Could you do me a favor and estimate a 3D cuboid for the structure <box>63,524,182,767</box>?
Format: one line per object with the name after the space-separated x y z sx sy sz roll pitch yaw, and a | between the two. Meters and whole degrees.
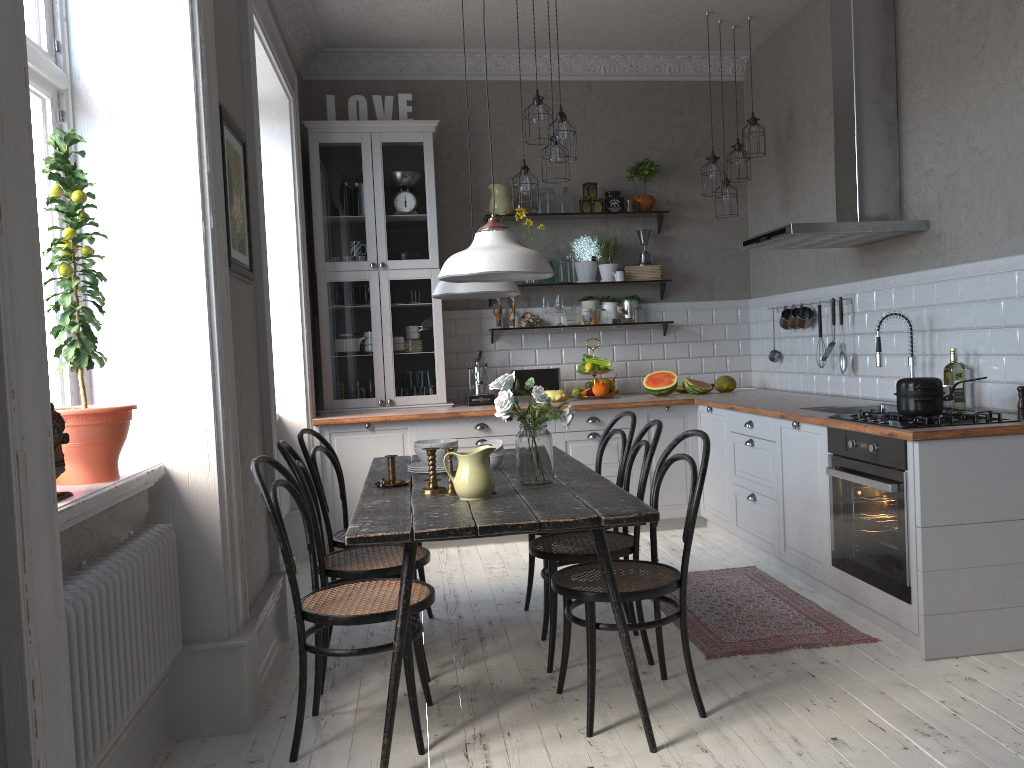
-1.028 0.664 2.202 0.150 0.428 1.214 -3 2 -8 | structure

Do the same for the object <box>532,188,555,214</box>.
0.224 -1.279 6.269 0.169 0.184 0.175 -1 3 31 | object

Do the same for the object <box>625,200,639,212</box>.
0.850 -1.265 6.308 0.094 0.096 0.074 -3 2 -7 | object

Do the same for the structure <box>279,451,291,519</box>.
-1.316 0.583 4.704 0.150 0.428 1.214 -3 2 -8 | structure

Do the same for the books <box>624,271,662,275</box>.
0.942 -0.803 6.422 0.262 0.011 0.157 -3 2 -5 | books

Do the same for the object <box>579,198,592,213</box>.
0.524 -1.258 6.310 0.083 0.113 0.082 -3 2 -8 | object

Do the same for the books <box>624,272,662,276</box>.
0.943 -0.792 6.423 0.261 0.011 0.157 -3 2 -2 | books

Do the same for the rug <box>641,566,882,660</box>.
1.031 1.011 4.067 0.741 0.014 1.281 -3 2 -7 | rug

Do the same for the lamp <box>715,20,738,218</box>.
1.371 -1.965 5.786 0.150 1.735 0.144 -4 3 -36 | lamp

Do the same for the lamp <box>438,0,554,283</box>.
-0.094 -1.269 2.850 0.372 1.859 0.386 -1 3 30 | lamp

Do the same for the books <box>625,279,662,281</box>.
0.945 -0.748 6.424 0.262 0.011 0.157 -3 2 -5 | books

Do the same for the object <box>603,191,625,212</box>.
0.726 -1.301 6.386 0.143 0.174 0.141 -3 2 -8 | object

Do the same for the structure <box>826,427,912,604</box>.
1.715 0.493 3.663 0.622 0.623 0.618 -3 2 -8 | structure

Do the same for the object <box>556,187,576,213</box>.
0.391 -1.308 6.389 0.137 0.220 0.143 -1 3 42 | object

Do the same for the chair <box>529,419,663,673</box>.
0.339 0.613 3.510 0.549 0.921 0.437 -3 2 0 | chair

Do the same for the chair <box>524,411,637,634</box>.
0.302 0.597 3.991 0.553 0.921 0.434 -3 2 -10 | chair

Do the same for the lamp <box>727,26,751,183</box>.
1.483 -2.227 5.901 0.144 1.735 0.149 -1 3 34 | lamp

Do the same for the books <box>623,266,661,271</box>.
0.941 -0.835 6.421 0.261 0.016 0.158 -3 2 1 | books

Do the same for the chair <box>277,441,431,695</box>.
-0.591 0.659 3.404 0.553 0.921 0.434 -3 2 -10 | chair

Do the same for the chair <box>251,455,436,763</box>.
-0.524 0.677 2.856 0.549 0.921 0.437 -3 2 0 | chair

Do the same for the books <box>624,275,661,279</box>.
0.944 -0.770 6.423 0.260 0.016 0.158 -2 2 4 | books

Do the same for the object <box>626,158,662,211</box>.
0.958 -1.423 6.372 0.258 0.397 0.244 -2 2 17 | object

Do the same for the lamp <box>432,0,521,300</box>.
-0.195 -1.297 3.733 0.379 1.859 0.379 -3 2 0 | lamp

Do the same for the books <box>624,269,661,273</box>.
0.942 -0.813 6.422 0.261 0.011 0.157 -3 2 -2 | books

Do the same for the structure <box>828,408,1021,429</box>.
1.671 0.131 3.649 0.499 0.031 0.602 -3 2 -7 | structure

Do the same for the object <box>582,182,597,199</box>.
0.554 -1.371 6.298 0.084 0.113 0.081 -4 3 -28 | object

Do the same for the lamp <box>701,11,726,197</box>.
1.253 -2.077 5.629 0.144 1.735 0.149 -2 2 24 | lamp

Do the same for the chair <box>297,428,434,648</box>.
-0.628 0.643 3.887 0.547 0.921 0.439 -2 2 5 | chair

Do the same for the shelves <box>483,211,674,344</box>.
0.477 -0.746 6.345 1.325 0.923 0.227 -3 2 -9 | shelves

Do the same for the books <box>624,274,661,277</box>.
0.944 -0.781 6.423 0.261 0.016 0.158 -3 2 1 | books

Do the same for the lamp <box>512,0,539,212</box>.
0.040 -1.839 4.929 0.150 1.735 0.143 -5 3 -41 | lamp

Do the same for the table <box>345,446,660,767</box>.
-0.103 0.728 3.460 0.910 0.735 1.908 -3 2 -7 | table

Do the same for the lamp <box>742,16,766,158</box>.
1.537 -2.352 5.735 0.150 1.735 0.144 -4 3 -36 | lamp

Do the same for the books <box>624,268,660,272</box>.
0.941 -0.824 6.421 0.260 0.016 0.158 -2 2 4 | books

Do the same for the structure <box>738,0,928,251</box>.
1.624 -1.547 4.639 0.717 1.596 0.707 -3 2 -8 | structure

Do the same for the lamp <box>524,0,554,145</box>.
0.108 -2.177 4.769 0.149 1.735 0.144 -4 2 -21 | lamp

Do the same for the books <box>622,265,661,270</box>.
0.940 -0.845 6.420 0.261 0.011 0.157 -3 2 -2 | books

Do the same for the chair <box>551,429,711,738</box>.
0.403 0.630 2.983 0.553 0.921 0.434 -3 2 -10 | chair

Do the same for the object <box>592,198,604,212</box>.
0.611 -1.263 6.319 0.082 0.113 0.083 -3 2 2 | object

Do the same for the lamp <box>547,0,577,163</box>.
0.228 -2.046 4.632 0.143 1.735 0.150 -1 3 39 | lamp

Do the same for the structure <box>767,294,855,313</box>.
1.853 -0.500 5.576 0.095 0.053 1.079 -3 2 -6 | structure

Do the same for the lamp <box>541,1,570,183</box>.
0.207 -2.007 4.946 0.149 1.735 0.144 -4 2 -21 | lamp

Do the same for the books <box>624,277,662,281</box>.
0.944 -0.759 6.424 0.261 0.011 0.157 -3 2 -2 | books
